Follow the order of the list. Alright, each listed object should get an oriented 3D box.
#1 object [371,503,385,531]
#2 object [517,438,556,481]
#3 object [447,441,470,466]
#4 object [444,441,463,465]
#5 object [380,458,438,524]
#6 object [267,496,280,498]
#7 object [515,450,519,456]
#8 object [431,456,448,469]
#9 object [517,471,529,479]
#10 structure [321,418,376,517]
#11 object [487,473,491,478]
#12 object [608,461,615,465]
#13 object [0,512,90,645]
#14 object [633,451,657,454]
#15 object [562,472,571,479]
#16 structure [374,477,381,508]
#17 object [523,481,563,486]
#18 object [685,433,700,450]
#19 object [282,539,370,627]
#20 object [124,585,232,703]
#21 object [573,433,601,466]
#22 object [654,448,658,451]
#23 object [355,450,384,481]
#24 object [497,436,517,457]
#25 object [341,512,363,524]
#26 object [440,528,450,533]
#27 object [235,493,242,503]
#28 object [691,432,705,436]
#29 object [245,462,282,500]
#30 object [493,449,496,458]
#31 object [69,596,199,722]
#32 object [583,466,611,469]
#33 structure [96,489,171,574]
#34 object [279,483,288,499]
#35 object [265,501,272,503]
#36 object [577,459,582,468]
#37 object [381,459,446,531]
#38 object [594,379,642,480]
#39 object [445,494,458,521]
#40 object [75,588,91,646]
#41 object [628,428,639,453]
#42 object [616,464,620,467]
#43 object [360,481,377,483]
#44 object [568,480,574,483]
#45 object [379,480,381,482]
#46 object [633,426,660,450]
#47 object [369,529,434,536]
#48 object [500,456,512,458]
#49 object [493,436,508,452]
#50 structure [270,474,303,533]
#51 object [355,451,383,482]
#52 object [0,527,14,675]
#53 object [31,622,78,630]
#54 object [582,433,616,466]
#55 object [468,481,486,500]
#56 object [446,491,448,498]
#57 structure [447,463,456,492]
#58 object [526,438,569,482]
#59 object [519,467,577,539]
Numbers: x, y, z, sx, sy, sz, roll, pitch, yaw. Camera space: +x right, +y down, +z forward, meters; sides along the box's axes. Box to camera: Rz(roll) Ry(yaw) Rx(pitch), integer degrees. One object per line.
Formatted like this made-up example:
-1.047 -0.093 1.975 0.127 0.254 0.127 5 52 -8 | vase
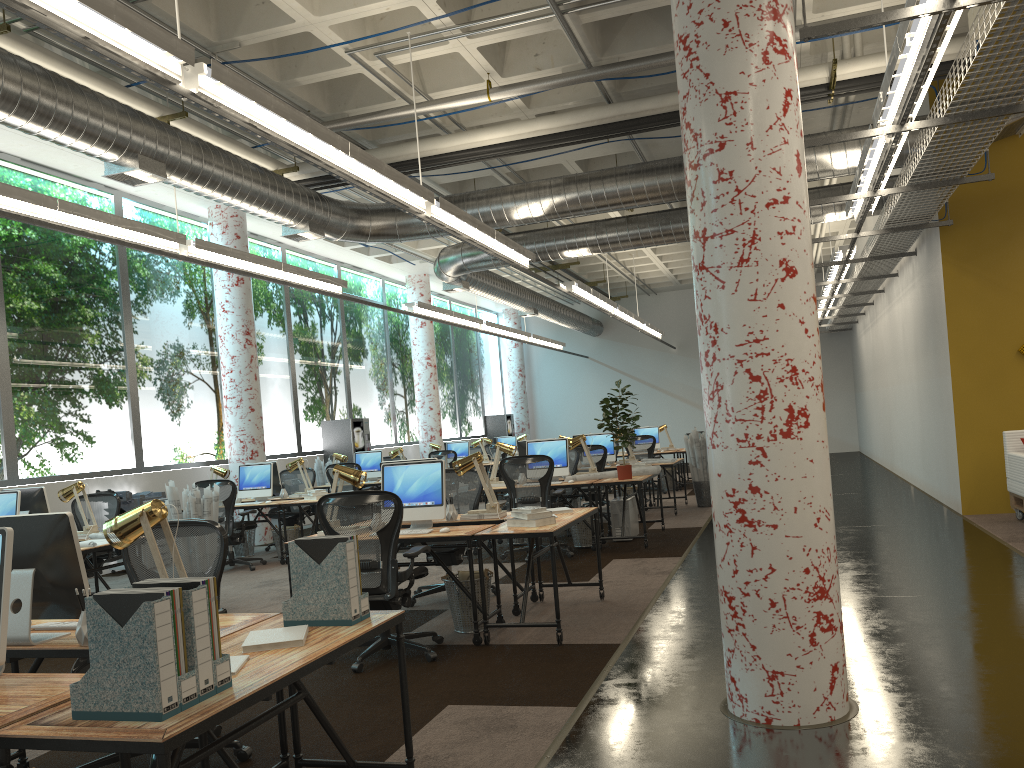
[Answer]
-0.981 0.963 6.441 0.101 0.209 0.101 -4 0 -28 | object
0.314 0.901 10.493 0.484 0.485 0.189 -5 0 17 | object
-1.073 1.407 17.823 0.484 0.485 0.189 -5 0 17 | object
-1.166 1.444 18.405 0.484 0.485 0.189 -5 0 17 | object
-0.781 0.829 6.865 0.484 0.485 0.189 -5 0 17 | object
-3.164 1.509 11.822 0.439 0.017 0.118 -6 -3 17 | object
0.112 1.627 21.349 0.101 0.209 0.101 -4 0 -28 | object
-1.188 1.340 14.501 0.281 0.302 0.150 -5 -1 17 | object
0.275 2.203 20.867 0.359 0.435 0.353 -5 -1 14 | object
-3.041 1.571 16.603 0.639 1.810 0.749 -5 0 17 | structure
-0.465 2.299 21.567 0.359 0.435 0.353 -5 -1 14 | object
1.496 1.109 13.347 0.101 0.209 0.101 -4 0 -28 | object
-1.857 0.741 3.388 0.484 0.485 0.189 -5 0 17 | object
2.476 1.283 16.488 0.439 0.017 0.118 -6 -3 17 | object
0.629 1.006 10.335 0.101 0.209 0.101 -4 0 -28 | object
-2.555 1.983 18.078 0.504 1.057 1.057 -5 -1 17 | structure
0.335 1.093 9.707 0.439 0.017 0.118 -6 -3 17 | object
3.314 1.058 16.210 0.281 0.302 0.150 -5 -1 17 | object
-0.698 0.733 3.289 0.281 0.302 0.150 -5 -1 17 | object
-0.954 0.713 2.465 0.281 0.302 0.150 -5 -1 17 | object
1.181 1.004 13.504 0.484 0.485 0.189 -5 0 17 | object
2.770 1.195 17.117 0.101 0.209 0.101 -4 0 -28 | object
-2.347 1.348 14.600 0.484 0.485 0.189 -5 0 17 | object
-0.110 1.485 20.924 0.484 0.485 0.189 -5 0 17 | object
-2.612 2.126 14.661 0.352 0.435 0.369 -4 -1 -37 | object
-0.450 0.984 5.974 0.059 0.029 0.106 -5 -3 18 | object
-3.473 1.407 11.193 0.101 0.209 0.101 -4 0 -28 | object
3.613 1.082 17.176 0.281 0.302 0.150 -5 -1 17 | object
-3.273 1.273 11.617 0.484 0.485 0.189 -5 0 17 | object
-0.403 1.655 21.082 0.101 0.209 0.101 -4 0 -28 | object
-0.998 0.709 2.323 0.281 0.302 0.150 -5 -1 17 | object
1.202 1.196 12.718 0.439 0.017 0.118 -6 -3 17 | object
-4.693 1.810 11.180 0.504 1.057 1.057 -5 -1 17 | structure
-2.958 1.378 11.459 0.101 0.209 0.101 -4 0 -28 | object
-2.942 1.428 10.726 0.059 0.029 0.106 -5 -3 18 | object
0.981 1.137 13.080 0.101 0.209 0.101 -4 0 -28 | object
-0.688 0.792 6.283 0.484 0.485 0.189 -5 0 17 | object
1.140 0.484 9.437 0.514 1.077 0.438 -5 0 8 | object
-0.466 0.934 6.708 0.101 0.209 0.101 -4 0 -28 | object
-1.542 0.846 3.230 0.101 0.209 0.101 -4 0 -28 | object
2.454 1.090 17.275 0.484 0.485 0.189 -5 0 17 | object
1.512 1.159 12.613 0.059 0.029 0.106 -5 -3 18 | object
-2.326 1.541 13.813 0.439 0.017 0.118 -6 -3 17 | object
0.645 1.056 9.602 0.059 0.029 0.106 -5 -3 18 | object
-2.016 1.503 13.709 0.059 0.029 0.106 -5 -3 18 | object
2.547 1.053 16.692 0.484 0.485 0.189 -5 0 17 | object
-0.760 1.021 6.079 0.439 0.017 0.118 -6 -3 17 | object
-0.182 1.714 20.720 0.439 0.017 0.118 -6 -3 17 | object
-0.203 1.522 21.506 0.484 0.485 0.189 -5 0 17 | object
-3.736 1.887 14.273 0.504 1.057 1.057 -5 -1 17 | structure
-2.507 1.700 14.108 1.079 1.209 0.190 -5 0 18 | object
-1.764 0.704 2.805 0.484 0.485 0.189 -5 0 17 | object
-1.747 0.977 3.593 0.439 0.017 0.118 -6 -3 17 | object
1.273 0.967 12.922 0.484 0.485 0.189 -5 0 17 | object
-1.367 2.113 16.401 0.367 0.437 3.407 -5 -3 27 | object
-1.428 2.221 18.466 0.359 0.435 0.353 -5 -1 14 | object
-1.592 2.061 21.179 0.504 1.057 1.057 -5 -1 17 | structure
0.407 0.864 9.911 0.484 0.485 0.189 -5 0 17 | object
0.506 1.362 9.990 0.849 0.933 0.104 -5 0 12 | object
